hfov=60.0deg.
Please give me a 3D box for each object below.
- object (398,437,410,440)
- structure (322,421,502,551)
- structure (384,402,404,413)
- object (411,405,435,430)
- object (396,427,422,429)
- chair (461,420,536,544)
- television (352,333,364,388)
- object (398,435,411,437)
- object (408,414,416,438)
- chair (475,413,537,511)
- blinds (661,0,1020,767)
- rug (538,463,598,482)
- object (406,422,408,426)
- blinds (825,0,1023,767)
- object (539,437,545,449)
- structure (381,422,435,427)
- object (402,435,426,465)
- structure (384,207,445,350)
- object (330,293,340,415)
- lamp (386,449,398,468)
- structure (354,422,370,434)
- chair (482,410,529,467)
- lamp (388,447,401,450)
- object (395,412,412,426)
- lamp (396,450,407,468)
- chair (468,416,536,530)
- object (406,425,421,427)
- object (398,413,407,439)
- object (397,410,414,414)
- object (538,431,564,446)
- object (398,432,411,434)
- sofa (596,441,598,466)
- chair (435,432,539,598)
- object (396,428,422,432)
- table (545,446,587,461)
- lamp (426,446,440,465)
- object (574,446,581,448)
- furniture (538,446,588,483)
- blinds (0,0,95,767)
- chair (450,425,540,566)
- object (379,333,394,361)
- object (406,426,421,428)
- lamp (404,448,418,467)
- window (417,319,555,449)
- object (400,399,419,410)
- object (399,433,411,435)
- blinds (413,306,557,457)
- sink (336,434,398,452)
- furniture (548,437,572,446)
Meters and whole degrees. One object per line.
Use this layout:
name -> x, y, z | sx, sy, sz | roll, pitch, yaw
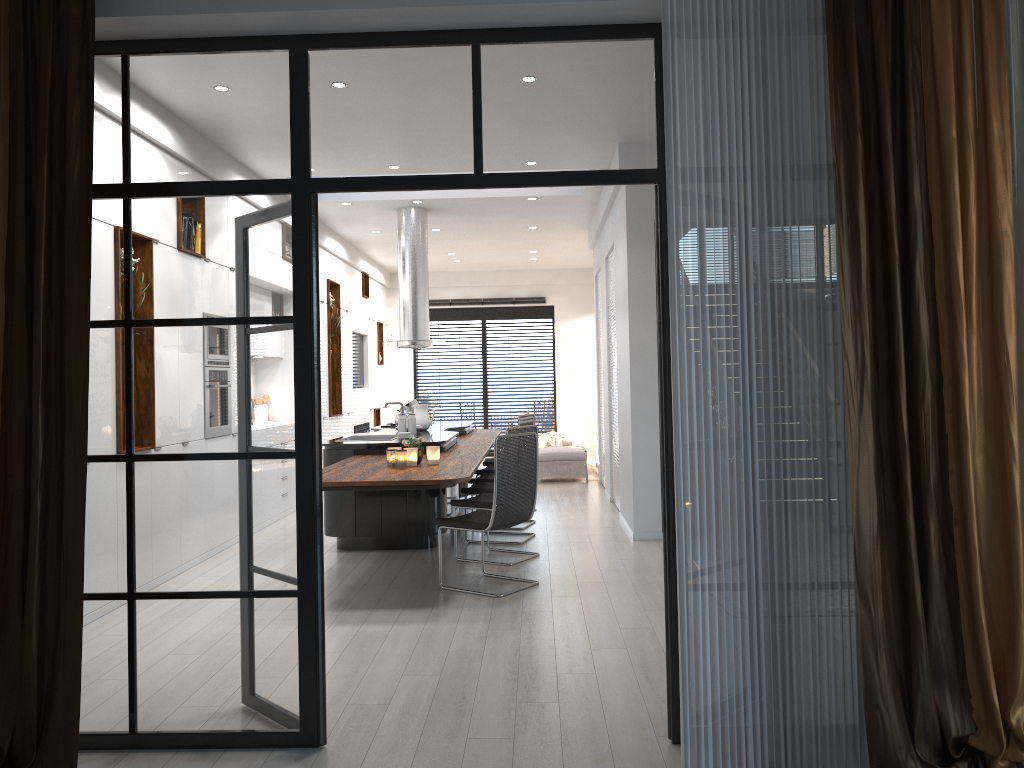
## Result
object -> -0.900, 0.458, 7.414 | 0.111, 0.023, 0.111 | -1, 0, 14
structure -> -0.862, 0.910, 8.019 | 1.377, 0.887, 5.639 | -1, 0, 2
structure -> -1.034, 0.315, 7.792 | 0.177, 0.310, 0.089 | -1, -1, 2
object -> -0.904, 0.336, 8.903 | 0.211, 0.254, 0.183 | -2, -1, 36
object -> -1.002, 0.438, 8.624 | 0.264, 0.033, 0.264 | -1, 0, 38
chair -> -0.118, 0.829, 7.672 | 0.536, 1.019, 0.470 | -2, -1, 17
television -> -2.376, -0.348, 13.365 | 0.050, 0.805, 1.187 | -1, 0, 2
object -> -0.900, 0.445, 7.414 | 0.111, 0.023, 0.111 | -1, 0, 14
object -> -0.853, 0.358, 7.568 | 0.071, 0.219, 0.071 | -2, -1, 28
chair -> -0.077, 0.822, 9.204 | 0.536, 1.019, 0.471 | -2, -1, 22
blinds -> 1.197, -0.190, 3.052 | 1.301, 3.070, 0.052 | -1, -1, 2
rug -> 0.438, 1.293, 13.105 | 1.623, 0.020, 2.519 | -1, 0, 1
object -> -1.003, 0.393, 8.625 | 0.138, 0.051, 0.138 | -1, 0, -18
blinds -> 1.479, -0.202, 2.943 | 0.811, 3.046, 0.254 | -1, -1, 2
object -> 0.430, 0.863, 12.928 | 0.110, 0.183, 0.119 | -1, -1, 7
structure -> -1.178, 0.453, 10.116 | 0.502, 0.026, 0.811 | -1, 0, 2
object -> -0.680, 0.459, 6.192 | 0.151, 0.206, 0.157 | -1, -1, 19
structure -> -1.128, -1.201, 10.168 | 0.695, 1.609, 1.043 | -1, -1, 1
object -> -2.399, -0.404, 11.542 | 0.322, 1.615, 0.323 | -2, -1, 27
lamp -> -0.813, 0.507, 6.022 | 0.078, 0.120, 0.078 | -1, -1, -15
structure -> -2.359, 0.863, 13.340 | 0.221, 0.516, 1.203 | -1, 0, 2
chair -> -0.062, 0.818, 10.167 | 0.536, 1.019, 0.470 | -1, -1, 2
lamp -> -0.811, 0.503, 6.128 | 0.095, 0.124, 0.095 | -1, -1, 19
object -> -1.117, 0.380, 9.248 | 0.211, 0.174, 0.211 | -1, 0, 8
lamp -> -0.742, 0.505, 5.955 | 0.078, 0.120, 0.078 | -1, -1, -15
chair -> -0.097, 0.826, 8.391 | 0.536, 1.019, 0.470 | -2, -1, 17
object -> -1.003, 0.413, 8.625 | 0.229, 0.016, 0.229 | -1, 0, -2
object -> -0.936, 0.360, 7.562 | 0.071, 0.219, 0.071 | 0, -1, -34
object -> -1.154, 0.366, 10.118 | 0.266, 0.147, 0.253 | -1, 0, 45
object -> 0.634, 0.939, 14.201 | 0.418, 0.355, 0.760 | -1, 0, 10
object -> -0.901, 0.419, 7.414 | 0.111, 0.023, 0.111 | -1, 0, 14
sofa -> 1.720, 0.866, 12.816 | 0.898, 0.826, 2.092 | -1, 0, 2
chair -> -0.168, 0.837, 5.917 | 0.536, 1.019, 0.471 | -2, -1, 37
object -> -1.002, 0.451, 8.624 | 0.264, 0.033, 0.264 | -1, 0, 38
table -> 0.574, 1.127, 13.049 | 1.000, 0.350, 1.000 | -1, 0, 2
lamp -> -0.547, 0.497, 6.165 | 0.095, 0.124, 0.095 | -2, -1, 35
object -> 0.919, 0.929, 12.918 | 0.281, 0.032, 0.533 | -1, 0, 14
furniture -> 0.630, 1.075, 11.937 | 0.699, 0.460, 0.699 | -1, 0, -3
blinds -> -1.820, -0.133, 3.045 | 0.811, 3.046, 0.254 | -1, -1, 1
chair -> -0.132, 0.832, 6.854 | 0.536, 1.019, 0.471 | -2, -1, 32
object -> -2.234, -0.652, 14.965 | 0.480, 0.626, 0.315 | -1, -1, -7
object -> -1.002, 0.422, 8.624 | 0.229, 0.016, 0.229 | -1, 0, -2
lamp -> -0.691, 0.501, 6.053 | 0.095, 0.124, 0.095 | -1, -1, -5
window -> 2.515, -1.381, 16.509 | 8.566, 5.064, 0.462 | -1, -1, 0
object -> -1.164, 0.280, 10.117 | 0.249, 0.212, 0.256 | -2, 0, 37
object -> -0.901, 0.425, 7.414 | 0.111, 0.023, 0.111 | -1, 0, 14
blinds -> -0.489, -0.047, 16.220 | 2.584, 2.722, 0.358 | -1, -1, 2
sink -> -1.238, 0.547, 7.819 | 0.485, 0.153, 0.738 | -1, 0, 2
furniture -> 0.621, 1.066, 14.251 | 0.699, 0.460, 0.699 | -1, 0, 2
